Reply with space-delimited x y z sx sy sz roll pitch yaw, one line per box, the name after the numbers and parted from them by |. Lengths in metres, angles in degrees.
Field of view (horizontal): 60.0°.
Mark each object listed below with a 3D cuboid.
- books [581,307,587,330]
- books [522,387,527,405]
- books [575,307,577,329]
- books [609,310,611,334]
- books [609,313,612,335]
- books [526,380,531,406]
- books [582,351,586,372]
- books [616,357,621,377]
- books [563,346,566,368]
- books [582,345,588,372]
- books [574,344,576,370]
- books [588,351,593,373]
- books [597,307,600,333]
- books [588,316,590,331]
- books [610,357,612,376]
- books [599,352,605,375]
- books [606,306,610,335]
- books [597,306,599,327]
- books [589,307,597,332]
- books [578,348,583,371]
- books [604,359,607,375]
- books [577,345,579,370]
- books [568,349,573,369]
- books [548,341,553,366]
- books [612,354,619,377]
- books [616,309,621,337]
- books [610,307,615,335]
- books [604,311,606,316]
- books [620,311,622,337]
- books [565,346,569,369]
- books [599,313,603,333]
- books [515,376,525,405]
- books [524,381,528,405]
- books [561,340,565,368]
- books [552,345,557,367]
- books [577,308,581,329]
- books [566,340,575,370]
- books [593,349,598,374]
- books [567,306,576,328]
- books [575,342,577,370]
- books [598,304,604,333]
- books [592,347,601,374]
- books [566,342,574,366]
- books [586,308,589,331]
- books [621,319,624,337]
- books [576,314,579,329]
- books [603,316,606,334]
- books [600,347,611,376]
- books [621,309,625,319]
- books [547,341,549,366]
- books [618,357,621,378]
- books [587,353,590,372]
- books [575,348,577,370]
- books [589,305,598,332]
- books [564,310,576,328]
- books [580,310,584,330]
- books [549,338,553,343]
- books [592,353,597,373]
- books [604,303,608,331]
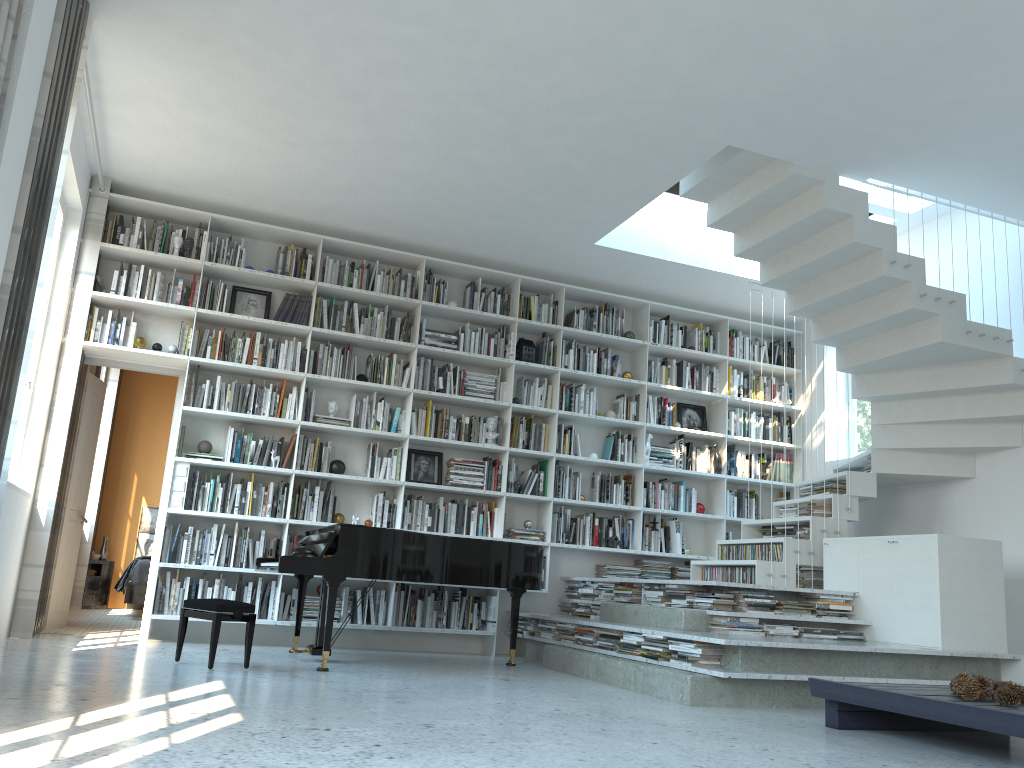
0.617 -0.541 7.912 0.030 0.254 0.161 9 -13 -20 | books
0.078 0.129 7.553 0.028 0.185 0.181 9 -13 -20 | books
0.530 -0.549 7.879 0.011 0.243 0.173 9 -13 -20 | books
0.843 -0.516 7.998 0.008 0.274 0.163 8 -13 -20 | books
0.858 -0.503 8.000 0.024 0.252 0.150 9 -13 -20 | books
0.109 0.105 7.587 0.028 0.249 0.165 9 -13 -20 | books
0.606 -0.164 7.848 0.028 0.223 0.142 9 -13 -20 | books
0.905 -0.119 7.939 0.048 0.216 0.182 9 -13 -20 | books
0.431 -0.200 7.778 0.012 0.239 0.139 9 -13 -20 | books
0.628 -0.191 7.858 0.013 0.283 0.154 9 -13 -20 | books
0.519 -0.204 7.799 0.010 0.268 0.166 9 -13 -20 | books
0.671 -0.164 7.855 0.023 0.236 0.149 9 -13 -20 | books
0.750 -0.533 7.973 0.007 0.284 0.160 9 -13 -20 | books
0.656 -0.499 7.941 0.031 0.190 0.132 9 -13 -20 | books
0.844 -0.125 7.918 0.030 0.212 0.157 9 -13 -20 | books
0.767 -0.151 7.886 0.030 0.237 0.186 9 -13 -20 | books
0.825 -0.536 7.969 0.015 0.298 0.183 9 -13 -20 | books
0.732 -0.540 7.973 0.017 0.294 0.139 9 -13 -20 | books
0.700 -0.535 7.921 0.028 0.257 0.185 9 -13 -20 | books
0.576 -0.182 7.815 0.027 0.241 0.160 9 -13 -20 | books
0.790 -0.119 7.894 0.027 0.181 0.176 9 -13 -20 | books
0.550 -0.198 7.834 0.013 0.276 0.133 9 -13 -20 | books
0.480 -0.183 7.768 0.026 0.207 0.181 9 -13 -20 | books
0.310 -0.231 7.704 0.013 0.247 0.186 9 -13 -20 | books
0.888 -0.133 7.925 0.054 0.235 0.171 9 -13 -20 | books
0.929 -0.515 8.022 0.013 0.296 0.189 9 -13 -20 | books
0.877 -0.528 8.004 0.008 0.306 0.183 9 -13 -20 | books
0.800 -0.512 7.973 0.008 0.250 0.170 9 -13 -20 | books
0.940 -0.506 8.018 0.008 0.278 0.180 8 -13 -20 | books
0.451 -0.200 7.780 0.026 0.242 0.148 9 -13 -20 | books
0.766 -0.509 7.954 0.018 0.230 0.160 9 -13 -20 | books
0.062 0.082 7.579 0.019 0.284 0.160 9 -13 -20 | books
0.090 0.107 7.585 0.024 0.242 0.159 9 -13 -20 | books
0.416 -0.228 7.762 0.012 0.284 0.160 9 -13 -20 | books
0.338 -0.210 7.711 0.008 0.213 0.224 8 -13 -20 | books
0.565 -0.540 7.877 0.013 0.229 0.174 9 -13 -20 | books
0.509 -0.224 7.799 0.014 0.306 0.152 9 -13 -20 | books
0.717 -0.171 7.876 0.012 0.264 0.156 9 -13 -20 | books
0.524 -0.552 7.868 0.009 0.243 0.173 9 -13 -20 | books
0.538 -0.211 7.824 0.021 0.295 0.138 9 -13 -20 | books
0.778 -0.545 7.972 0.006 0.311 0.179 9 -13 -20 | books
0.742 -0.174 7.901 0.012 0.284 0.160 9 -13 -20 | books
0.494 -0.213 7.798 0.011 0.282 0.173 9 -13 -20 | books
0.640 -0.538 7.923 0.021 0.256 0.169 9 -13 -20 | books
0.963 -0.467 8.025 0.014 0.208 0.188 9 -13 -20 | books
0.549 -0.516 7.879 0.009 0.183 0.160 9 -13 -20 | books
0.792 -0.493 7.949 0.018 0.200 0.188 9 -13 -20 | books
0.824 -0.168 7.903 0.029 0.284 0.183 9 -13 -20 | books
0.975 -0.513 8.040 0.006 0.305 0.164 9 -13 -20 | books
0.284 -0.235 7.709 0.005 0.254 0.159 8 -13 -20 | books
0.933 -0.116 7.969 0.026 0.229 0.140 9 -13 -20 | books
0.644 -0.156 7.856 0.025 0.216 0.144 9 -13 -20 | books
0.525 -0.185 7.807 0.012 0.235 0.165 9 -13 -20 | books
0.717 -0.543 7.954 0.024 0.291 0.168 9 -13 -20 | books
0.500 -0.538 7.848 0.046 0.206 0.183 9 -13 -20 | books
0.588 -0.531 7.899 0.028 0.225 0.163 9 -13 -20 | books
0.322 -0.243 7.748 0.005 0.291 0.130 9 -13 -20 | books
0.695 -0.150 7.846 0.021 0.208 0.181 9 -13 -20 | books
0.810 -0.549 7.983 0.007 0.328 0.184 9 -13 -20 | books
